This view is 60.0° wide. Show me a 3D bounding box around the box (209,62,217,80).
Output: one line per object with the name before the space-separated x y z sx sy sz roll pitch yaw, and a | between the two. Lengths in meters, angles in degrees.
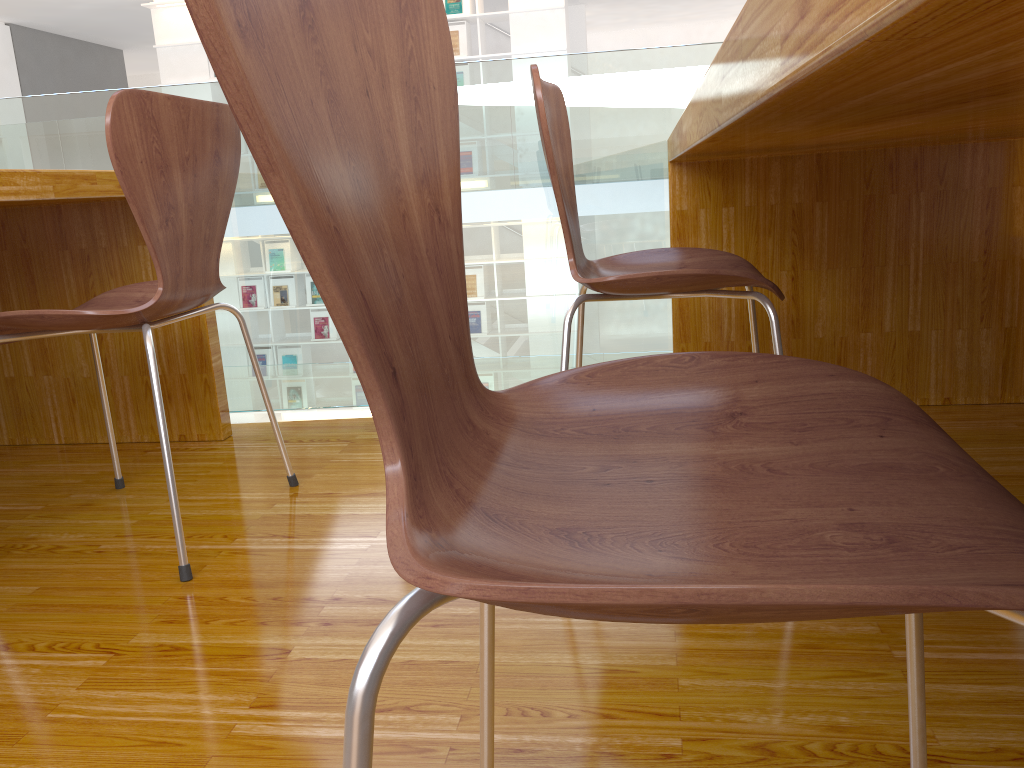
box | -2.560 -2.881 7.959 0.245 0.296 0.274 -2 13 9

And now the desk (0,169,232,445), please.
desk | -1.515 0.410 0.618 1.248 1.022 3.216 -2 13 9

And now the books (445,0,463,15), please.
books | -0.492 -3.211 7.455 0.145 0.210 0.037 -2 13 9

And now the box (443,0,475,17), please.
box | -0.466 -3.265 7.548 0.245 0.296 0.274 -2 13 9

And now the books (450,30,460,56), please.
books | -0.521 -2.889 7.538 0.145 0.210 0.037 -2 13 9

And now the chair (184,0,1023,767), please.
chair | 0.102 0.077 0.479 0.381 0.693 0.428 -2 13 9

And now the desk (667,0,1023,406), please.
desk | 0.489 0.127 0.335 0.760 0.606 3.356 -2 13 9

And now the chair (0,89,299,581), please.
chair | -0.646 -0.091 1.448 0.381 0.693 0.428 -2 13 9

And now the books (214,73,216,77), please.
books | -2.577 -2.823 7.869 0.145 0.210 0.037 -2 13 9

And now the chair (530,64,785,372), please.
chair | 0.245 -0.143 1.414 0.381 0.693 0.428 -2 13 9

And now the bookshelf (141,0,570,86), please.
bookshelf | -1.323 -2.583 7.837 3.666 1.836 0.498 -2 13 9

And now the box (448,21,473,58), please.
box | -0.493 -2.944 7.628 0.245 0.296 0.274 -2 13 9

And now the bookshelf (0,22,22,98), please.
bookshelf | -6.226 -2.432 8.618 2.984 1.836 0.498 -2 13 9
